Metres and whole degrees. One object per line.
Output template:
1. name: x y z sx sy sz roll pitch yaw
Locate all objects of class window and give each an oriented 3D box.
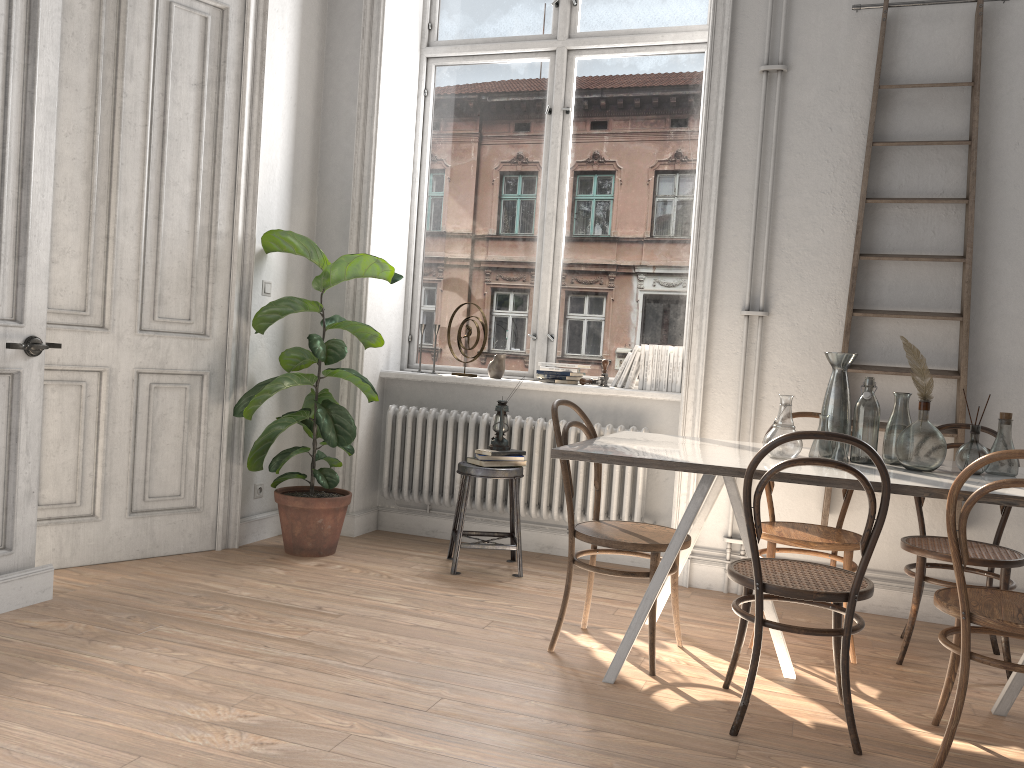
1. window: 0.271 -1.481 5.119 1.622 2.844 0.013 5 2 19

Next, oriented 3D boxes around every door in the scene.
1. door: -1.750 -0.582 4.048 0.216 2.815 1.097 6 3 44
2. door: -1.980 -0.565 2.897 0.216 2.815 1.097 5 2 21

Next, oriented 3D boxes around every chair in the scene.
1. chair: 1.204 0.583 3.605 0.438 0.921 0.549 4 2 17
2. chair: 1.770 0.624 3.490 0.437 0.921 0.549 5 2 26
3. chair: 1.423 0.628 2.493 0.437 0.921 0.549 5 2 30
4. chair: 0.397 0.536 3.327 0.549 0.921 0.438 5 2 28
5. chair: -0.123 0.666 4.477 0.364 0.523 0.360 4 2 -7
6. chair: 0.885 0.586 2.721 0.438 0.921 0.549 4 2 15

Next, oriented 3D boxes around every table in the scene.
1. table: 1.318 0.676 3.028 2.200 0.780 1.100 4 2 19

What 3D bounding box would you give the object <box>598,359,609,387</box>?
1. object: 0.503 -0.060 4.811 0.048 0.153 0.088 3 2 -11

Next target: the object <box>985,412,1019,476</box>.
1. object: 1.670 0.202 3.014 0.101 0.212 0.101 3 2 -31

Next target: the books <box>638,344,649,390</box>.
1. books: 0.724 -0.091 4.825 0.024 0.243 0.175 5 2 19

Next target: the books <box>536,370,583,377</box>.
1. books: 0.267 -0.059 4.948 0.221 0.023 0.147 5 2 35

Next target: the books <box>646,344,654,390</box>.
1. books: 0.759 -0.088 4.780 0.024 0.243 0.175 5 2 19

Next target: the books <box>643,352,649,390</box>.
1. books: 0.740 -0.071 4.798 0.020 0.205 0.155 5 2 19

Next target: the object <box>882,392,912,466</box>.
1. object: 1.367 0.157 3.128 0.098 0.255 0.100 4 2 -4

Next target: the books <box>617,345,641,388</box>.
1. books: 0.648 -0.094 4.829 0.100 0.235 0.174 5 2 19

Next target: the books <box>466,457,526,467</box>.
1. books: -0.077 0.393 4.493 0.246 0.034 0.194 3 2 -30

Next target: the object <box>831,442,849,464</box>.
1. object: 1.124 0.224 3.036 0.058 0.094 0.058 2 3 -42

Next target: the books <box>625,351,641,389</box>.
1. books: 0.671 -0.075 4.822 0.072 0.203 0.155 5 2 19

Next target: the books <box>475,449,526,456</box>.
1. books: -0.060 0.346 4.490 0.221 0.027 0.147 3 2 -38

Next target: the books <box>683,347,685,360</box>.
1. books: 0.937 -0.074 4.727 0.040 0.244 0.174 5 2 19

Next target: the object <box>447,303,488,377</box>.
1. object: -0.258 -0.256 5.120 0.087 0.425 0.347 2 2 -38

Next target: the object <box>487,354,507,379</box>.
1. object: -0.087 -0.102 5.057 0.100 0.142 0.102 4 2 -6

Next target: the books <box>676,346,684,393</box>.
1. books: 0.908 -0.077 4.739 0.024 0.243 0.175 5 2 19

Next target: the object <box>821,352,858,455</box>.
1. object: 1.185 0.078 3.233 0.116 0.383 0.116 5 2 31

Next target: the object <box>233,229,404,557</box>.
1. object: 1.323 0.131 3.474 5.825 1.843 0.792 5 2 24

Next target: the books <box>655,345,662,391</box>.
1. books: 0.807 -0.085 4.791 0.019 0.244 0.174 5 2 19

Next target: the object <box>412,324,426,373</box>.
1. object: -0.539 -0.211 5.259 0.095 0.289 0.095 2 3 -39

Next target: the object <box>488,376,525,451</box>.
1. object: -0.027 0.144 4.506 0.163 0.383 0.154 4 2 -7

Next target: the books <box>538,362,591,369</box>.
1. books: 0.294 -0.104 4.947 0.243 0.019 0.174 5 2 29

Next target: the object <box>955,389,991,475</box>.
1. object: 1.553 0.160 2.974 0.107 0.283 0.106 4 2 14

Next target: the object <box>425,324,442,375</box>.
1. object: -0.448 -0.202 5.166 0.095 0.289 0.095 6 3 42

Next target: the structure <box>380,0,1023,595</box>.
1. structure: 1.804 -1.174 4.150 5.180 4.475 0.340 4 2 19

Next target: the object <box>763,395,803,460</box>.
1. object: 0.940 0.148 3.065 0.132 0.219 0.132 4 2 9

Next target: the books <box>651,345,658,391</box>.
1. books: 0.782 -0.086 4.781 0.019 0.244 0.174 5 2 19

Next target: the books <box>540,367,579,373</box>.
1. books: 0.267 -0.080 4.935 0.205 0.020 0.155 4 2 9

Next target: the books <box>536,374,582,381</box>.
1. books: 0.264 -0.038 4.950 0.205 0.022 0.155 5 2 39

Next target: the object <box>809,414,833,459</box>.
1. object: 1.101 0.188 3.144 0.083 0.158 0.083 4 2 15

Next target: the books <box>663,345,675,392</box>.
1. books: 0.841 -0.082 4.760 0.019 0.244 0.174 5 2 19

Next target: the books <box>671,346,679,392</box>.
1. books: 0.891 -0.078 4.766 0.024 0.243 0.175 5 2 19

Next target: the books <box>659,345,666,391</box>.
1. books: 0.828 -0.083 4.788 0.024 0.243 0.175 5 2 19

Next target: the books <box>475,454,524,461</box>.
1. books: -0.063 0.368 4.491 0.232 0.029 0.162 4 2 -10

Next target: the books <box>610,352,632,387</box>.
1. books: 0.611 -0.077 4.846 0.105 0.194 0.155 5 2 18

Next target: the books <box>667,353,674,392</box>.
1. books: 0.861 -0.061 4.755 0.020 0.205 0.155 5 2 19

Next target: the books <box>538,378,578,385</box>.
1. books: 0.258 -0.016 4.957 0.147 0.023 0.221 3 2 -22

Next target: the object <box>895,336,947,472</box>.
1. object: 1.374 0.067 2.953 0.156 0.446 0.157 5 3 37

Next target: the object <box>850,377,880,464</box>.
1. object: 1.237 0.126 3.096 0.086 0.301 0.086 4 2 5

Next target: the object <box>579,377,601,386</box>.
1. object: 0.438 -0.015 4.894 0.153 0.048 0.088 3 2 -31
